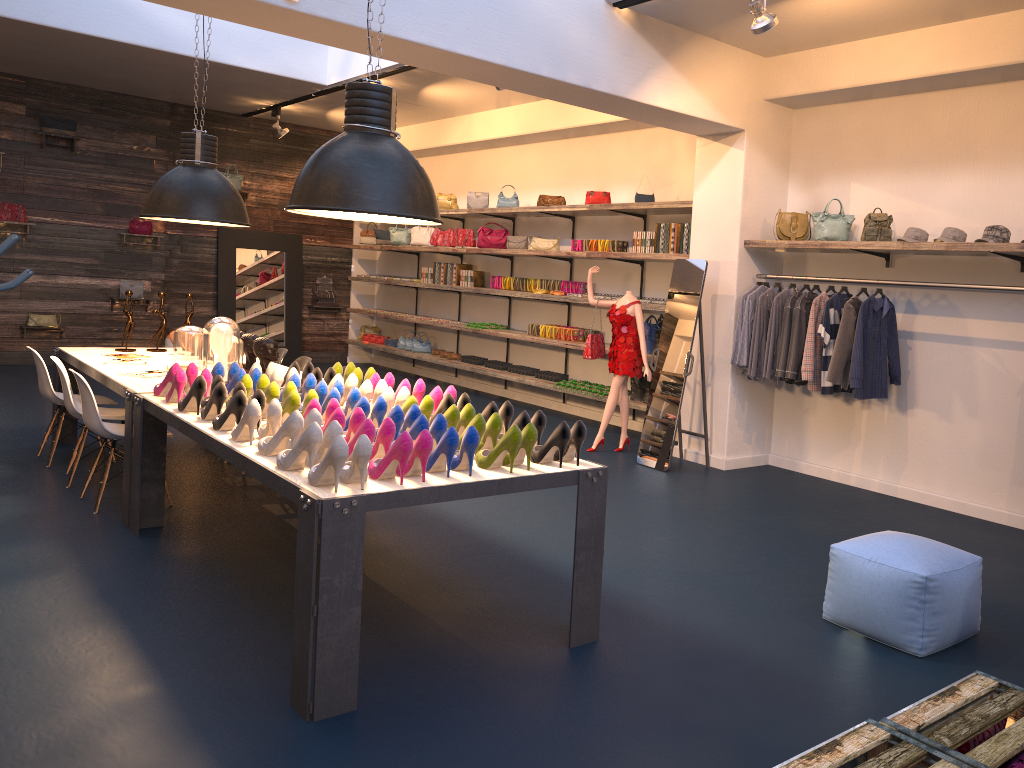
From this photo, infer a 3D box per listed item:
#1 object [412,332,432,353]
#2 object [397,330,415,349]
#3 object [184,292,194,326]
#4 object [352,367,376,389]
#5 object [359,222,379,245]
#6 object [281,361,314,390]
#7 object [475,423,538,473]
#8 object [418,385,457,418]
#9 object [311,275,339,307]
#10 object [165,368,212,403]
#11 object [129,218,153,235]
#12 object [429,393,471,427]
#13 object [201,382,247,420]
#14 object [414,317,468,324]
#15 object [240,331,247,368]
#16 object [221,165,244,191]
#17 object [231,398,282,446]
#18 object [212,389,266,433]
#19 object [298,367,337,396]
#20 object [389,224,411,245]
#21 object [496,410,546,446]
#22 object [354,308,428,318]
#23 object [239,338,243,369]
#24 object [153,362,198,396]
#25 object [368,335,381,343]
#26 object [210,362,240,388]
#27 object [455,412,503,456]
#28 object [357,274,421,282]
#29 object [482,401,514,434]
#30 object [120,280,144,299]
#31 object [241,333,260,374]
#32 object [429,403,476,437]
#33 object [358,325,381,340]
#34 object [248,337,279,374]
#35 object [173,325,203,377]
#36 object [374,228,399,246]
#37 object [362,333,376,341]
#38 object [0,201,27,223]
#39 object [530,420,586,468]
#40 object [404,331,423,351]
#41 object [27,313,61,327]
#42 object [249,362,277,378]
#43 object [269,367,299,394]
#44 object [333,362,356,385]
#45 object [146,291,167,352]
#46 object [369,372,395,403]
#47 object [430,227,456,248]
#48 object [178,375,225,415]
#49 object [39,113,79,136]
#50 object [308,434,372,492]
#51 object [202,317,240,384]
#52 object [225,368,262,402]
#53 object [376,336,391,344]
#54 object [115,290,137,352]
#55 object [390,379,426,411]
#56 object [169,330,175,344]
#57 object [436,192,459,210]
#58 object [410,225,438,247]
[{"bbox_3d":[-1.236,-0.574,11.953,0.280,0.281,0.095,3,3,-5],"label":"object"},{"bbox_3d":[-1.473,-0.626,12.245,0.284,0.281,0.093,3,3,-11],"label":"object"},{"bbox_3d":[-2.551,-0.491,6.873,0.131,0.467,0.149,5,3,28],"label":"object"},{"bbox_3d":[-0.898,-0.012,5.049,0.218,0.194,0.224,0,6,-38],"label":"object"},{"bbox_3d":[-2.114,-2.261,13.046,0.349,0.334,0.167,4,3,4],"label":"object"},{"bbox_3d":[-1.272,-0.046,5.110,0.218,0.194,0.224,0,6,-38],"label":"object"},{"bbox_3d":[-0.020,0.241,3.489,0.219,0.194,0.223,-1,7,-45],"label":"object"},{"bbox_3d":[-0.401,0.093,4.478,0.219,0.194,0.223,-1,7,-41],"label":"object"},{"bbox_3d":[-2.815,-1.407,13.095,0.388,0.459,0.216,0,5,-38],"label":"object"},{"bbox_3d":[-1.659,0.005,4.464,0.222,0.194,0.227,1,6,-26],"label":"object"},{"bbox_3d":[-4.864,-2.076,11.378,0.268,0.242,0.201,-1,6,-42],"label":"object"},{"bbox_3d":[-0.307,0.128,4.251,0.217,0.194,0.225,1,6,-29],"label":"object"},{"bbox_3d":[-1.343,0.074,4.083,0.217,0.194,0.225,1,6,-30],"label":"object"},{"bbox_3d":[-0.962,-0.842,11.496,0.385,0.029,0.817,-1,9,-37],"label":"object"},{"bbox_3d":[-1.820,-0.216,5.797,0.167,0.284,0.142,1,4,-39],"label":"object"},{"bbox_3d":[-3.899,-2.863,12.059,0.162,0.365,0.398,6,5,40],"label":"object"},{"bbox_3d":[-1.065,0.145,3.665,0.217,0.194,0.226,1,6,-29],"label":"object"},{"bbox_3d":[-1.209,0.110,3.870,0.219,0.194,0.223,-1,7,-42],"label":"object"},{"bbox_3d":[-1.103,-0.009,4.902,0.218,0.194,0.223,0,7,-40],"label":"object"},{"bbox_3d":[-1.554,-2.138,12.224,0.365,0.365,0.178,4,3,3],"label":"object"},{"bbox_3d":[0.035,0.200,3.856,0.218,0.194,0.224,0,6,-38],"label":"object"},{"bbox_3d":[-1.776,-1.029,12.569,0.382,0.024,1.729,-1,9,-37],"label":"object"},{"bbox_3d":[-1.753,-0.159,5.354,0.161,0.288,0.189,7,5,40],"label":"object"},{"bbox_3d":[-1.799,-0.030,4.669,0.219,0.194,0.223,-1,7,-44],"label":"object"},{"bbox_3d":[-2.032,-0.675,12.987,0.224,0.118,0.089,3,4,-6],"label":"object"},{"bbox_3d":[-1.615,-0.036,4.826,0.218,0.194,0.224,0,6,-38],"label":"object"},{"bbox_3d":[-0.156,0.206,3.700,0.218,0.194,0.224,0,6,-38],"label":"object"},{"bbox_3d":[-1.755,-1.552,12.698,0.522,0.060,1.404,-1,9,-37],"label":"object"},{"bbox_3d":[-0.108,0.164,4.072,0.218,0.194,0.224,0,6,-38],"label":"object"},{"bbox_3d":[-4.967,-1.240,11.361,0.293,0.229,0.074,2,4,-23],"label":"object"},{"bbox_3d":[-1.681,-0.183,5.614,0.167,0.284,0.142,1,4,-39],"label":"object"},{"bbox_3d":[-0.283,0.172,3.901,0.219,0.194,0.223,-1,7,-42],"label":"object"},{"bbox_3d":[-2.178,-0.786,13.350,0.377,0.233,0.196,3,4,-7],"label":"object"},{"bbox_3d":[-1.538,-0.150,5.425,0.167,0.284,0.142,1,4,-39],"label":"object"},{"bbox_3d":[-1.962,-0.189,5.289,0.196,0.334,0.176,2,4,-20],"label":"object"},{"bbox_3d":[-1.811,-2.140,12.654,0.419,0.231,0.178,4,4,-1],"label":"object"},{"bbox_3d":[-2.151,-0.702,13.143,0.224,0.118,0.089,3,4,-6],"label":"object"},{"bbox_3d":[-6.000,-2.059,10.439,0.128,0.253,0.346,7,6,40],"label":"object"},{"bbox_3d":[0.194,0.236,3.652,0.218,0.194,0.224,0,6,-38],"label":"object"},{"bbox_3d":[-1.355,-0.600,12.098,0.280,0.281,0.095,3,3,-5],"label":"object"},{"bbox_3d":[-5.755,-0.790,10.715,0.215,0.173,0.390,7,7,30],"label":"object"},{"bbox_3d":[-1.437,-0.039,4.954,0.217,0.194,0.225,1,6,-31],"label":"object"},{"bbox_3d":[-1.276,-0.004,4.761,0.218,0.194,0.224,0,6,-38],"label":"object"},{"bbox_3d":[-1.051,-0.047,5.244,0.218,0.194,0.224,0,6,-38],"label":"object"},{"bbox_3d":[-2.740,-0.486,6.719,0.138,0.467,0.141,4,3,5],"label":"object"},{"bbox_3d":[-0.766,0.021,4.855,0.218,0.194,0.224,0,6,-38],"label":"object"},{"bbox_3d":[-0.896,-1.923,11.374,0.329,0.253,0.141,5,4,10],"label":"object"},{"bbox_3d":[-1.512,0.041,4.256,0.218,0.194,0.224,0,6,-38],"label":"object"},{"bbox_3d":[-5.576,-3.175,10.686,0.453,0.231,0.164,-2,7,-44],"label":"object"},{"bbox_3d":[-0.590,0.258,3.024,0.217,0.194,0.225,1,6,-32],"label":"object"},{"bbox_3d":[-1.729,-0.195,5.158,0.186,0.411,0.218,7,4,40],"label":"object"},{"bbox_3d":[-1.446,0.001,4.623,0.223,0.194,0.219,9,7,44],"label":"object"},{"bbox_3d":[-1.897,-0.648,12.847,0.223,0.118,0.089,3,4,-5],"label":"object"},{"bbox_3d":[-2.919,-0.482,6.578,0.150,0.467,0.130,2,3,-27],"label":"object"},{"bbox_3d":[-0.569,0.057,4.678,0.217,0.194,0.225,1,6,-31],"label":"object"},{"bbox_3d":[-2.336,-0.311,6.611,0.206,0.202,0.475,8,7,39],"label":"object"},{"bbox_3d":[-0.869,-2.376,11.317,0.360,0.233,0.205,5,5,10],"label":"object"},{"bbox_3d":[-1.187,-2.076,11.869,0.411,0.384,0.200,5,4,13],"label":"object"}]
